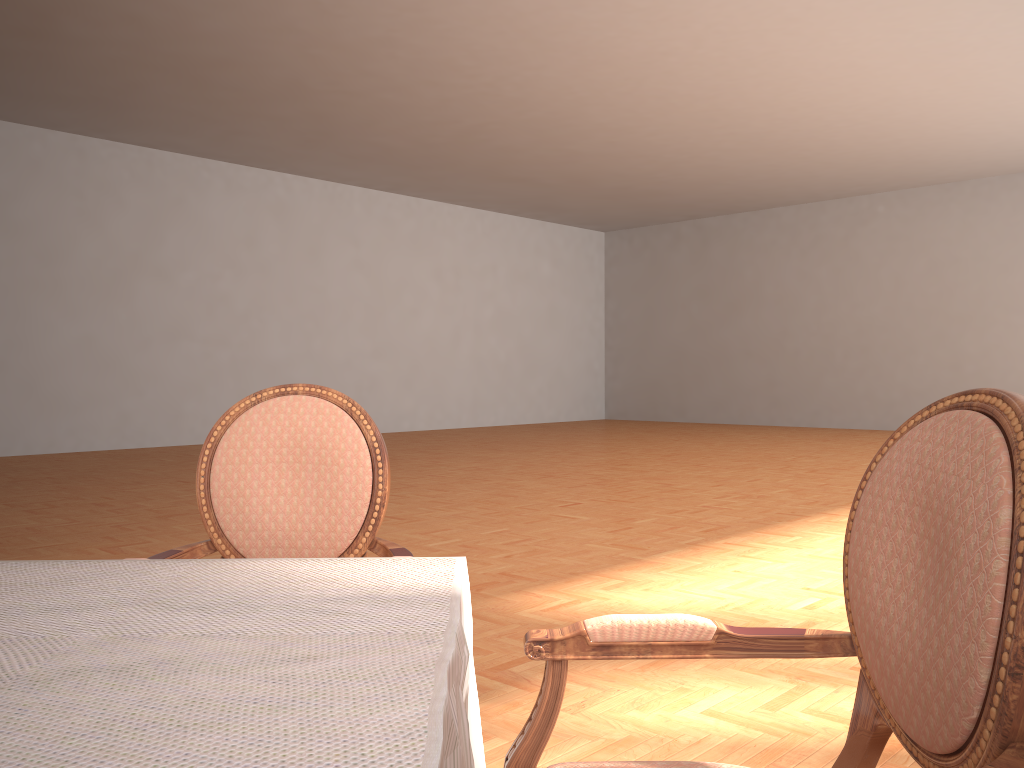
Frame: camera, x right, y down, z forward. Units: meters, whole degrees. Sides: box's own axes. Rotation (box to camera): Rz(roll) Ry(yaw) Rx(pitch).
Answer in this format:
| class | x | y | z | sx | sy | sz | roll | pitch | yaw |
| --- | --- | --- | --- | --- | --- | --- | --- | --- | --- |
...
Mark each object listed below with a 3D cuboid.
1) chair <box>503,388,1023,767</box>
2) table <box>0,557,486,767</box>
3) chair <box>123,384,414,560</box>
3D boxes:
| class | x | y | z | sx | sy | sz | roll | pitch | yaw |
| --- | --- | --- | --- | --- | --- | --- | --- | --- | --- |
| chair | 0.253 | 0.471 | 0.952 | 0.593 | 0.931 | 0.521 | 0 | 1 | -2 |
| table | -0.444 | 0.600 | 0.927 | 0.831 | 0.677 | 0.829 | 0 | 1 | -1 |
| chair | -0.437 | 0.467 | 1.599 | 0.521 | 0.931 | 0.593 | 0 | 1 | -2 |
